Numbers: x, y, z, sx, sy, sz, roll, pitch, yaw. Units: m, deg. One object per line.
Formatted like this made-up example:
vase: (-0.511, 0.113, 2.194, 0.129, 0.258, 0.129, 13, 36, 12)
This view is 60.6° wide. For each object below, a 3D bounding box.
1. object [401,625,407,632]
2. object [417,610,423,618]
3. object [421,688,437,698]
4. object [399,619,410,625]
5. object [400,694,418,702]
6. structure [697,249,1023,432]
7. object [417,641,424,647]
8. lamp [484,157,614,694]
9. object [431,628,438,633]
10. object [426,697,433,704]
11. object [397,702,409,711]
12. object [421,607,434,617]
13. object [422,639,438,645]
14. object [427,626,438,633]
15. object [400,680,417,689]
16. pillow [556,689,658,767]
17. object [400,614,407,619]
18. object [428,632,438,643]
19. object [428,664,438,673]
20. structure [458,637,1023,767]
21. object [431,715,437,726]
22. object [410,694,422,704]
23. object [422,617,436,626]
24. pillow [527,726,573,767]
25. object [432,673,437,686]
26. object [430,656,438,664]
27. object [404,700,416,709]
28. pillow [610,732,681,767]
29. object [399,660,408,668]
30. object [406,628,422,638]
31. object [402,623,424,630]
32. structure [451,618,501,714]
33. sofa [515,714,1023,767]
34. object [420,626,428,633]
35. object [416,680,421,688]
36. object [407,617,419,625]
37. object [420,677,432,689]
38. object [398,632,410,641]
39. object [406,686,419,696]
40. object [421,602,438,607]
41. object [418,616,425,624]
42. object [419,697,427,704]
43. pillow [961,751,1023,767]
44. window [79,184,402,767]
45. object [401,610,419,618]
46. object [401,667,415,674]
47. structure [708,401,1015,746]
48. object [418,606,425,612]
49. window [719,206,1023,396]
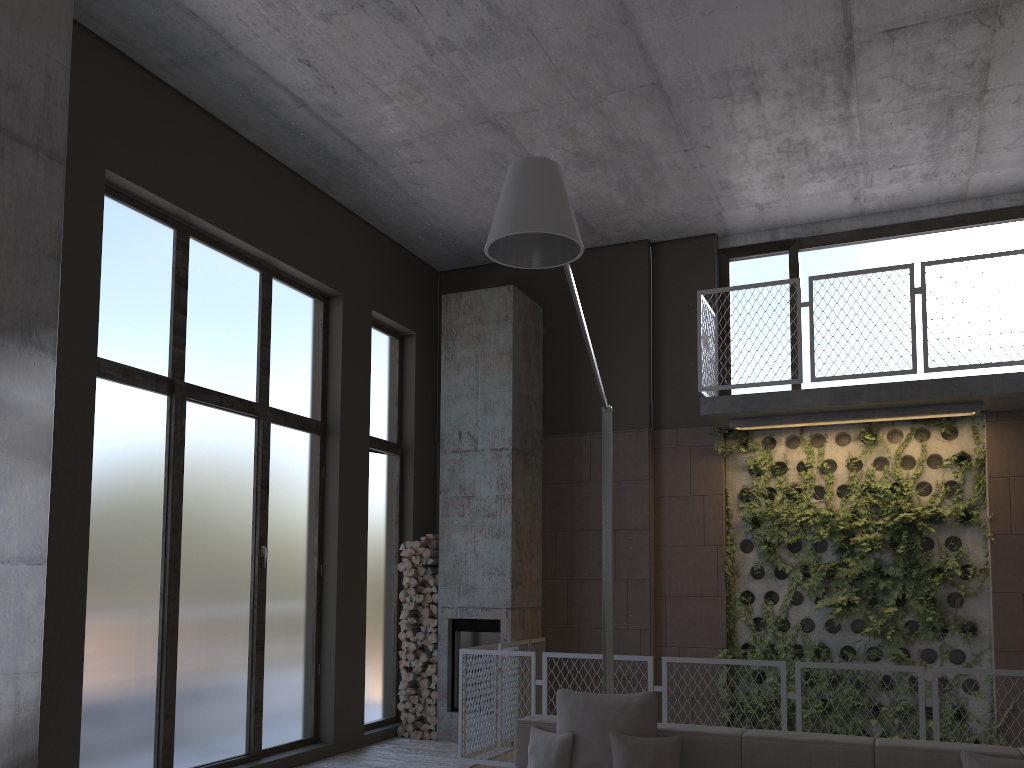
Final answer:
object: (-1.022, 2.555, 9.159, 0.067, 0.083, 0.433, -3, -13, 25)
object: (-0.876, 2.403, 9.185, 0.104, 0.100, 0.297, -4, -13, 24)
object: (-0.780, 3.154, 9.014, 0.092, 0.091, 0.445, -4, -13, 24)
object: (-1.039, 2.482, 9.160, 0.122, 0.066, 0.370, -4, -13, 22)
object: (-1.004, 3.203, 9.004, 0.071, 0.071, 0.430, -4, -13, 24)
structure: (3.234, 1.032, 6.819, 3.694, 4.243, 3.084, -3, -8, 23)
object: (-0.875, 2.670, 9.076, 0.064, 0.073, 0.366, -3, -13, 21)
lamp: (0.455, 0.949, 4.865, 0.756, 3.365, 2.676, -1, -8, 11)
object: (-0.737, 2.501, 8.922, 0.063, 0.047, 0.255, -4, -13, 22)
object: (-0.743, 3.225, 8.984, 0.067, 0.066, 0.430, -4, -13, 24)
object: (-1.039, 3.330, 9.121, 0.092, 0.090, 0.445, -4, -13, 24)
object: (-0.826, 2.340, 9.019, 0.099, 0.105, 0.299, -3, -12, 22)
object: (-0.784, 2.647, 9.033, 0.122, 0.066, 0.370, -5, -14, 24)
object: (-0.739, 2.522, 9.041, 0.067, 0.066, 0.430, -4, -13, 24)
object: (-0.998, 3.095, 9.088, 0.091, 0.087, 0.463, -4, -13, 25)
pillow: (0.477, 1.881, 4.592, 0.565, 0.548, 0.224, -4, -7, 26)
object: (-1.037, 2.422, 9.194, 0.067, 0.070, 0.431, -4, -13, 24)
object: (-0.744, 2.575, 8.920, 0.101, 0.101, 0.298, -3, -13, 22)
object: (-0.701, 2.898, 8.990, 0.094, 0.082, 0.488, -4, -13, 24)
structure: (1.965, 2.703, 7.335, 4.442, 0.918, 1.962, -5, -13, 23)
object: (-0.700, 3.393, 8.910, 0.064, 0.123, 0.370, -3, -12, 25)
object: (-0.888, 3.231, 9.046, 0.094, 0.082, 0.488, -4, -13, 24)
object: (-0.776, 2.451, 9.070, 0.092, 0.091, 0.445, -4, -13, 24)
pillow: (0.194, 2.026, 4.671, 0.152, 0.370, 0.374, 4, -9, -33)
object: (-0.697, 2.999, 8.942, 0.064, 0.123, 0.370, -3, -12, 25)
object: (-0.698, 2.825, 9.022, 0.115, 0.078, 0.443, -4, -13, 22)
object: (-0.957, 3.295, 9.092, 0.091, 0.087, 0.464, -4, -13, 24)
pillow: (0.671, 1.938, 4.385, 0.376, 0.366, 0.172, 1, -6, -3)
object: (-1.036, 2.905, 9.165, 0.080, 0.105, 0.445, -3, -13, 23)
object: (-0.953, 2.592, 9.149, 0.091, 0.087, 0.464, -4, -13, 24)
object: (-1.000, 2.500, 9.061, 0.071, 0.071, 0.430, -4, -13, 24)
structure: (-0.331, 2.793, 8.705, 0.577, 0.912, 0.057, -3, -5, 24)
sofa: (0.910, 1.885, 3.224, 3.007, 0.771, 3.068, -5, -14, 23)
object: (-0.813, 2.531, 9.073, 0.067, 0.066, 0.430, -4, -13, 24)
object: (-0.881, 3.106, 9.129, 0.104, 0.100, 0.297, -4, -13, 24)
object: (-0.934, 2.467, 9.156, 0.115, 0.078, 0.443, -4, -13, 24)
object: (-0.831, 3.043, 8.963, 0.099, 0.105, 0.299, -3, -12, 22)
object: (-1.035, 2.627, 9.177, 0.092, 0.090, 0.445, -4, -13, 24)
object: (-0.939, 3.170, 9.100, 0.115, 0.078, 0.443, -4, -13, 24)
object: (-0.819, 2.273, 9.055, 0.089, 0.055, 0.338, -4, -14, 24)
object: (-0.837, 2.448, 9.126, 0.101, 0.085, 0.369, -4, -13, 24)
object: (-0.817, 3.234, 9.016, 0.067, 0.066, 0.430, -4, -13, 24)
pillow: (2.182, 1.819, 3.858, 0.371, 0.353, 0.189, -4, -7, 23)
window: (-3.009, 0.537, 5.195, 0.210, 4.086, 9.382, -2, -11, 22)
object: (-0.994, 2.392, 9.145, 0.091, 0.087, 0.463, -4, -13, 25)
object: (-1.044, 3.008, 9.172, 0.070, 0.116, 0.371, -3, -12, 23)
structure: (3.138, 1.881, 8.031, 2.634, 3.758, 1.018, -3, -6, 24)
object: (-0.864, 2.322, 9.100, 0.064, 0.073, 0.366, -3, -13, 25)
window: (3.769, -0.662, 8.263, 3.577, 1.721, 0.111, -5, -6, 24)
